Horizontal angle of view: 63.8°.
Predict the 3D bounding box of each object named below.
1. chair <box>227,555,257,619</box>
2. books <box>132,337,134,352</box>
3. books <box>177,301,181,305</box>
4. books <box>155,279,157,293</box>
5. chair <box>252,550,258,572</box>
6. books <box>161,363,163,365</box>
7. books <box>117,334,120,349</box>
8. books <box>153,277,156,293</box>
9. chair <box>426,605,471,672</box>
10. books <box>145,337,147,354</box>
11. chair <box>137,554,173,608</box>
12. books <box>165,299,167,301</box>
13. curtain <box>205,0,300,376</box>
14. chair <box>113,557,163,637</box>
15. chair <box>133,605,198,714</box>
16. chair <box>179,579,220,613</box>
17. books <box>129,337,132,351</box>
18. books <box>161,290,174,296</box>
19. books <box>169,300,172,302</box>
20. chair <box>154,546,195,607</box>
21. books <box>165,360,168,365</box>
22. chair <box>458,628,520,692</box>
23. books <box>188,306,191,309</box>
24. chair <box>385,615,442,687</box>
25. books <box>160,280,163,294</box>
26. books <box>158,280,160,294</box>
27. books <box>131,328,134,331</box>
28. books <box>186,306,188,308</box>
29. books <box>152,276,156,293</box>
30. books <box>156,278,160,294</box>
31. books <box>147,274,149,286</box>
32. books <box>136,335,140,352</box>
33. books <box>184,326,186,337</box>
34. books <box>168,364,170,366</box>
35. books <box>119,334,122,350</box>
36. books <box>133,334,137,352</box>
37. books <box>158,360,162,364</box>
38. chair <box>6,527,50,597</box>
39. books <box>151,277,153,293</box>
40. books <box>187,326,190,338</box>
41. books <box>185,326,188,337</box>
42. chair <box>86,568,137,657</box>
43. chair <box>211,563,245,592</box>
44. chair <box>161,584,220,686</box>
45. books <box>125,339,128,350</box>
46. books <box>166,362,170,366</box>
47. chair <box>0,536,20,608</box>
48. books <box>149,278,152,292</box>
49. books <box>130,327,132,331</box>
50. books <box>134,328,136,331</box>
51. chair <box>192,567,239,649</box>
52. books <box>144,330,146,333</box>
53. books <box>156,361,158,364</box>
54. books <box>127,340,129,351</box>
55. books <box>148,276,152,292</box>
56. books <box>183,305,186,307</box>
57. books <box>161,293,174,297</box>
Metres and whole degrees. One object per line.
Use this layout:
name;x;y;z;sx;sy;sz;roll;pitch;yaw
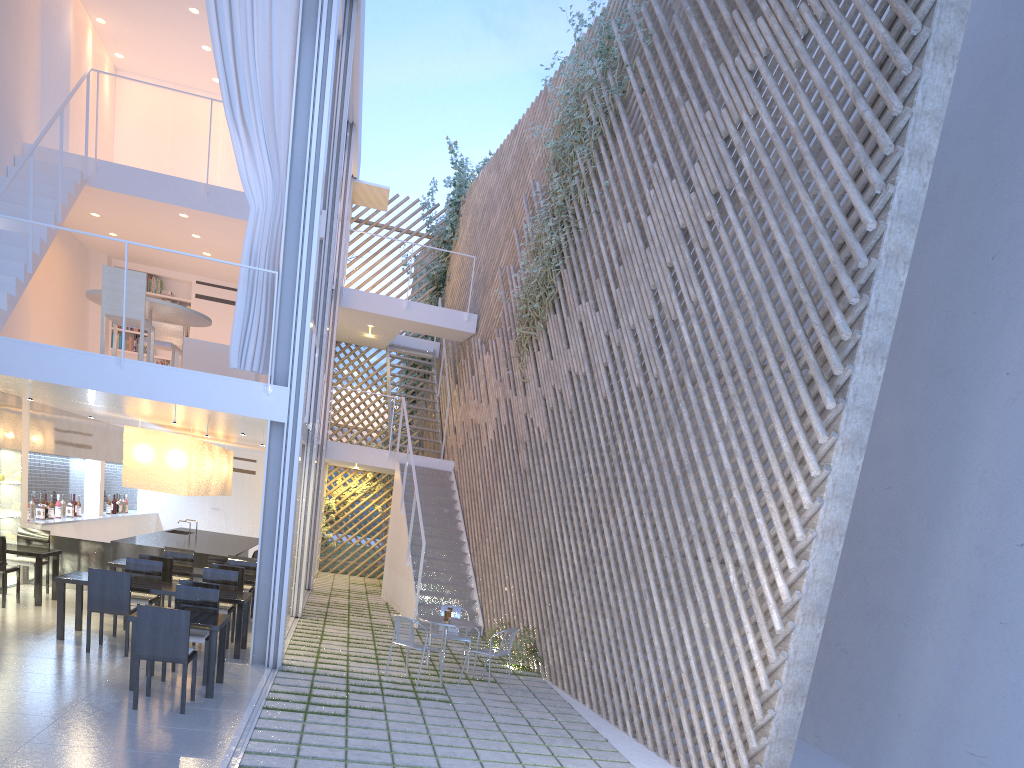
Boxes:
chair;-1.857;1.392;5.585;0.194;0.454;0.225;6;8;-11
books;-3.316;-0.340;7.219;0.015;0.131;0.084;6;6;-10
books;-3.030;-0.124;5.687;0.031;1.723;3.536;8;-5;1
books;-3.081;-0.837;7.140;0.015;0.128;0.088;6;5;-10
chair;-2.112;1.479;6.356;0.242;0.455;0.179;7;9;-10
books;-3.103;-0.117;7.309;0.021;0.127;0.088;6;5;-10
books;-3.430;-0.363;7.190;0.007;0.133;0.091;6;5;-10
books;-3.092;-0.845;7.135;0.008;0.139;0.091;6;6;-10
chair;-0.388;1.558;5.073;0.265;0.394;0.234;7;6;-11
books;-3.207;-0.329;7.240;0.009;0.151;0.085;6;7;-10
chair;-2.167;1.256;5.050;0.194;0.454;0.225;6;8;-11
books;-3.023;-0.659;7.202;0.011;0.159;0.078;6;8;-10
curtain;-1.258;-1.300;3.760;0.521;2.509;0.090;5;12;-14
chair;-2.071;1.190;4.558;0.194;0.454;0.225;6;8;-11
chair;-1.382;1.090;3.302;0.194;0.454;0.225;6;8;-11
chair;-1.586;1.206;4.200;0.194;0.454;0.225;6;8;-11
books;-3.334;-0.342;7.214;0.021;0.127;0.088;6;5;-10
books;-3.002;-0.791;7.172;0.095;0.021;0.062;10;-7;-6
books;-3.046;-0.121;5.698;0.023;1.717;3.484;8;-5;-1
chair;-2.255;1.316;5.497;0.194;0.454;0.225;6;8;-11
books;-3.074;-0.126;7.316;0.011;0.159;0.078;6;8;-10
chair;-0.109;1.528;4.631;0.240;0.393;0.260;12;7;29
books;-2.963;-0.111;5.693;0.038;1.665;3.572;8;-5;2
chair;-0.533;1.434;4.454;0.252;0.393;0.247;12;7;34
books;-3.051;-0.832;7.157;0.006;0.133;0.068;6;8;-10
books;-3.056;-0.831;7.147;0.007;0.125;0.086;6;5;-10
books;-3.302;-0.518;7.187;0.021;0.135;0.066;6;8;-10
books;-2.984;-0.105;5.690;0.037;1.692;3.572;8;-5;2
books;-3.101;-0.852;7.134;0.009;0.151;0.085;6;7;-10
books;-3.066;-0.837;7.142;0.015;0.133;0.090;6;6;-10
books;-3.155;-0.865;7.123;0.015;0.158;0.083;6;8;-10
books;-3.280;-0.346;7.227;0.011;0.159;0.078;6;8;-10
books;-2.883;-0.445;7.270;0.010;0.146;0.084;6;7;-10
books;-3.048;-0.108;7.322;0.015;0.131;0.084;6;6;-10
books;-3.418;-0.360;7.205;0.021;0.135;0.066;6;8;-10
books;-3.300;-0.350;7.220;0.015;0.158;0.083;6;8;-10
books;-3.126;-0.131;7.303;0.015;0.147;0.084;6;7;-10
chair;-3.132;1.152;5.315;0.194;0.454;0.225;6;8;-11
books;-3.109;-0.845;7.132;0.005;0.133;0.091;6;6;-10
books;-2.858;-0.442;7.278;0.020;0.150;0.079;6;8;-10
books;-2.873;-0.445;7.273;0.011;0.150;0.081;6;7;-10
chair;-1.984;1.130;4.111;0.194;0.454;0.225;6;8;-11
chair;-1.769;1.332;5.138;0.194;0.454;0.225;6;8;-11
chair;-1.476;1.154;3.781;0.194;0.454;0.225;6;8;-11
books;-3.379;-0.336;7.221;0.021;0.102;0.059;6;7;-10
books;-3.063;-0.118;7.322;0.015;0.147;0.074;6;8;-10
chair;-3.038;1.087;4.836;0.194;0.454;0.225;6;8;-11
books;-3.123;-0.843;7.135;0.018;0.125;0.081;6;6;-10
books;-3.314;-0.521;7.172;0.007;0.133;0.091;6;5;-10
books;-3.282;-0.510;7.186;0.018;0.125;0.081;6;6;-10
chair;-1.673;1.266;4.647;0.194;0.454;0.225;6;8;-11
books;-3.217;-0.501;7.206;0.006;0.133;0.068;6;8;-10
books;-3.141;-0.128;7.298;0.015;0.133;0.090;6;6;-10
books;-3.359;-0.332;7.226;0.021;0.102;0.059;6;7;-10
books;-3.136;-0.856;7.128;0.010;0.146;0.084;6;7;-10
books;-2.989;-0.119;5.696;0.045;1.656;3.546;8;-5;2
books;-3.008;-0.769;7.180;0.096;0.021;0.062;10;-7;-12
